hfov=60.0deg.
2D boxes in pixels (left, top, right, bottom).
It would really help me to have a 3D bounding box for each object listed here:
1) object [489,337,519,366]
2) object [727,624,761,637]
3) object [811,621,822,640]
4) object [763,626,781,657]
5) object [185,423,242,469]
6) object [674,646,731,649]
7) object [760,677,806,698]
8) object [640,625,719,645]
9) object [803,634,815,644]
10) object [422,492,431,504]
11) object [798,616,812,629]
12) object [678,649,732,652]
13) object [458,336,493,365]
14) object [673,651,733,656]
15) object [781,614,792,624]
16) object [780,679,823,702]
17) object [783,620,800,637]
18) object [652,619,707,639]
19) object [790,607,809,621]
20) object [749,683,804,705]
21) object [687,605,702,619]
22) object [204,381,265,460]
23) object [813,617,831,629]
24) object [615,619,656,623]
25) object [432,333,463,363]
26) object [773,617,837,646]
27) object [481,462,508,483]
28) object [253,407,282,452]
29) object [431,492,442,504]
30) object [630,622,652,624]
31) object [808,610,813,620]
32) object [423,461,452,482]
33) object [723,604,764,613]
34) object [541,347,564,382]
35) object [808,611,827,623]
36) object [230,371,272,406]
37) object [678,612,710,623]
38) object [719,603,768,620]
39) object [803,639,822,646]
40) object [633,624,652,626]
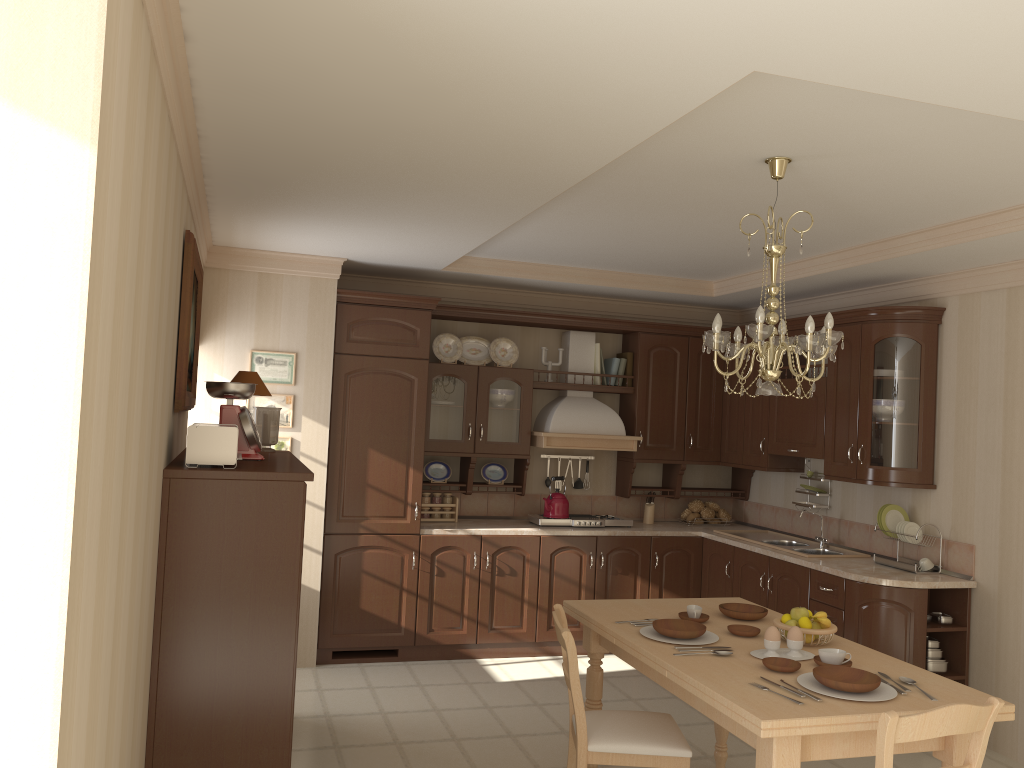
[{"bbox_3d":[-0.056,-0.227,6.243,0.220,0.210,0.068,3,-2,-19],"label":"object"},{"bbox_3d":[0.906,0.968,3.468,0.127,0.026,0.126,1,-2,38],"label":"object"},{"bbox_3d":[1.147,0.943,3.393,0.077,0.065,0.076,5,-3,-41],"label":"object"},{"bbox_3d":[0.932,0.919,3.176,0.058,0.104,0.058,4,-3,-39],"label":"object"},{"bbox_3d":[-1.116,0.230,3.344,0.192,0.150,0.360,3,-2,-17],"label":"object"},{"bbox_3d":[0.694,0.959,3.229,0.221,0.008,0.023,3,-2,-12],"label":"object"},{"bbox_3d":[0.847,0.951,2.790,0.018,0.008,0.212,4,-2,-23],"label":"object"},{"bbox_3d":[0.638,0.961,3.390,0.299,0.009,0.299,3,-2,-19],"label":"object"},{"bbox_3d":[1.113,0.954,3.343,0.055,0.046,0.046,2,-2,16],"label":"object"},{"bbox_3d":[-0.591,0.781,6.069,0.068,0.088,0.068,3,-2,-1],"label":"object"},{"bbox_3d":[1.110,0.907,3.355,0.045,0.053,0.051,4,-2,-29],"label":"object"},{"bbox_3d":[0.700,0.960,3.194,0.216,0.004,0.022,3,-2,-12],"label":"object"},{"bbox_3d":[-0.266,-0.235,6.237,0.342,0.209,0.073,3,-2,-16],"label":"object"},{"bbox_3d":[0.677,0.954,3.134,0.219,0.011,0.047,3,-2,-8],"label":"object"},{"bbox_3d":[1.069,0.917,3.444,0.045,0.047,0.055,2,-2,15],"label":"object"},{"bbox_3d":[0.896,0.953,2.765,0.022,0.008,0.218,3,-2,-15],"label":"object"},{"bbox_3d":[1.073,0.938,3.387,0.074,0.076,0.072,5,-3,-42],"label":"object"},{"bbox_3d":[0.639,0.943,3.392,0.204,0.042,0.204,3,-2,-17],"label":"object"},{"bbox_3d":[1.109,0.891,3.418,0.068,0.061,0.069,3,-2,-1],"label":"object"},{"bbox_3d":[0.810,0.949,2.724,0.028,0.004,0.218,4,-2,-27],"label":"object"},{"bbox_3d":[0.751,0.951,3.658,0.063,0.055,0.119,2,-2,12],"label":"object"},{"bbox_3d":[-1.173,0.155,3.749,0.263,0.317,0.218,3,-2,-14],"label":"object"},{"bbox_3d":[1.178,0.921,3.369,0.064,0.094,0.176,2,-2,20],"label":"object"},{"bbox_3d":[0.513,0.965,3.614,0.218,0.004,0.028,4,-2,-27],"label":"object"},{"bbox_3d":[-0.443,-0.250,6.123,0.220,0.210,0.068,3,-2,-19],"label":"object"},{"bbox_3d":[1.124,0.953,3.406,0.235,0.068,0.235,2,-2,30],"label":"object"},{"bbox_3d":[-0.123,0.628,6.266,0.202,0.143,0.071,4,-2,-19],"label":"object"},{"bbox_3d":[-1.237,0.227,4.463,0.144,0.220,0.144,4,-2,-34],"label":"object"},{"bbox_3d":[-0.518,0.785,6.098,0.068,0.088,0.068,3,-2,-1],"label":"object"},{"bbox_3d":[0.575,0.966,3.590,0.212,0.008,0.018,3,-2,-18],"label":"object"},{"bbox_3d":[1.144,0.902,3.458,0.054,0.046,0.047,2,-2,24],"label":"object"},{"bbox_3d":[-0.515,0.604,6.147,0.202,0.143,0.071,4,-2,-19],"label":"object"},{"bbox_3d":[0.986,0.971,3.777,0.168,0.034,0.168,3,-2,-6],"label":"object"},{"bbox_3d":[0.258,-0.136,6.371,0.174,0.248,0.163,1,-2,35],"label":"object"},{"bbox_3d":[1.169,0.903,3.387,0.066,0.085,0.184,2,-2,20],"label":"object"},{"bbox_3d":[-1.271,0.134,4.231,0.237,0.388,0.235,3,-2,-5],"label":"object"},{"bbox_3d":[0.751,0.967,3.664,0.126,0.026,0.127,2,-2,10],"label":"object"},{"bbox_3d":[0.985,0.975,3.779,0.204,0.042,0.204,2,-2,22],"label":"object"},{"bbox_3d":[1.122,0.985,3.405,0.128,0.011,0.128,2,-2,24],"label":"object"},{"bbox_3d":[0.589,0.965,3.555,0.218,0.008,0.022,3,-2,-15],"label":"object"}]
